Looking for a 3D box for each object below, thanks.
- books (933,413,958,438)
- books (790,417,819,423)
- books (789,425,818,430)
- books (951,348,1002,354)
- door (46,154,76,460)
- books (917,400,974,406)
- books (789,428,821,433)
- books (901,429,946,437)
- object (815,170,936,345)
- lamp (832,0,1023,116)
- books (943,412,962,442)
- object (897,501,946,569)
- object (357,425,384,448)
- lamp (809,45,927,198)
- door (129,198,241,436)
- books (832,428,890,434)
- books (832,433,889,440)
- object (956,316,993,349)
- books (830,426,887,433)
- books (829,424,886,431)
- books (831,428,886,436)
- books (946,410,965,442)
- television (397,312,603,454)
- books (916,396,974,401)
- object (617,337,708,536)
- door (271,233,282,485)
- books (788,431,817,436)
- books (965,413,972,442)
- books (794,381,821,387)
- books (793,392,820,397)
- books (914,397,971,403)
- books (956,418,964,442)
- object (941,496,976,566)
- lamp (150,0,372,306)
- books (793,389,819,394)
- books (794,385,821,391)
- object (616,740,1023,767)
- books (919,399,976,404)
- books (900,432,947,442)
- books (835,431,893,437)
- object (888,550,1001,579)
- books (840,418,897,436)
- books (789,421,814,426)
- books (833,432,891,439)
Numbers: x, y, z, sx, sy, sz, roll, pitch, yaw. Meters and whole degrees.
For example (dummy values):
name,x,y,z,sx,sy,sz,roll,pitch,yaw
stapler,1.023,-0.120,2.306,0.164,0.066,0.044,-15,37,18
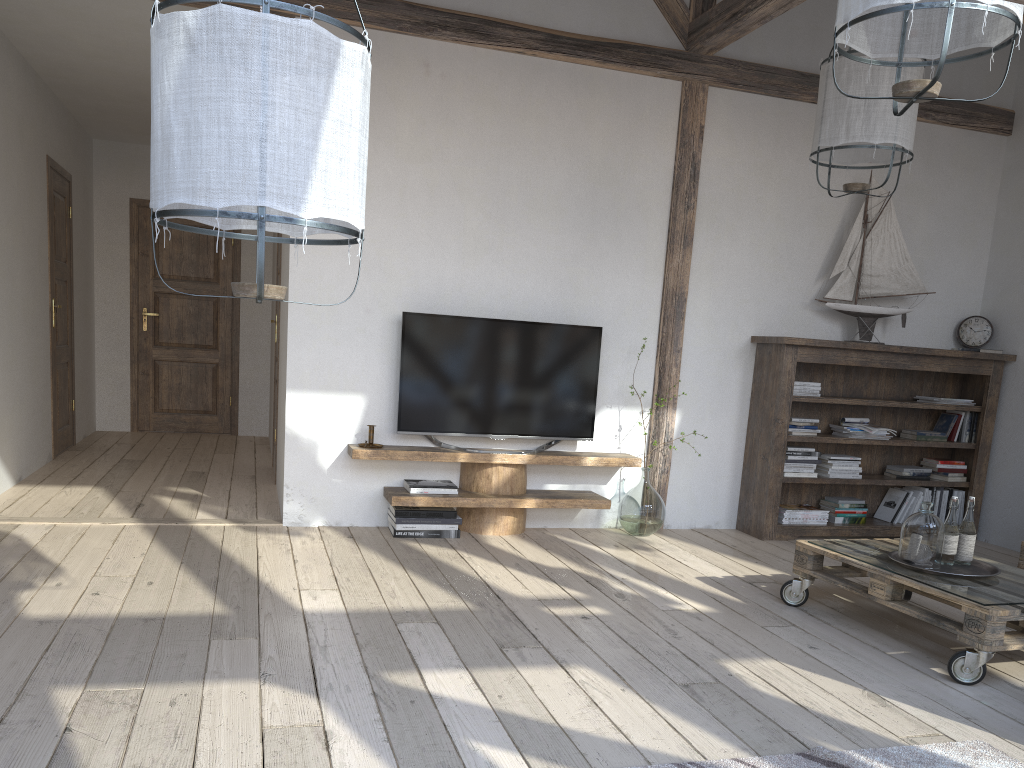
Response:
name,x,y,z,sx,sy,sz,roll,pitch,yaw
books,2.723,0.270,5.548,0.082,0.175,0.129,2,7,-16
books,1.709,0.211,5.241,0.185,0.019,0.137,3,3,-17
books,1.694,0.250,5.244,0.208,0.021,0.144,4,3,-1
books,2.922,-0.206,5.532,0.178,0.026,0.232,3,3,-17
door,-3.298,-0.523,6.449,0.082,2.107,0.825,1,9,-17
books,2.708,0.118,5.498,0.258,0.009,0.202,3,3,-22
books,1.700,0.270,5.250,0.219,0.017,0.155,3,3,-17
books,2.573,0.306,5.502,0.205,0.022,0.147,3,3,-13
object,2.177,-0.734,5.190,0.790,1.010,0.137,3,9,-12
lamp,1.004,-1.328,1.996,0.398,1.327,0.401,-4,12,-40
books,2.755,0.270,5.554,0.059,0.179,0.137,1,7,-18
object,1.582,0.574,3.387,0.154,0.251,0.155,11,10,41
object,-0.734,0.272,4.586,0.139,0.114,0.137,0,6,-34
lamp,1.460,-1.328,3.550,0.397,1.103,0.402,8,9,24
door,-2.974,-0.571,8.023,0.942,2.107,0.080,1,10,-16
books,2.112,0.283,5.336,0.258,0.009,0.202,4,3,-10
books,2.110,0.318,5.335,0.258,0.009,0.202,4,3,-8
object,2.917,-0.325,5.549,0.204,0.213,0.081,6,9,19
books,2.101,0.274,5.344,0.258,0.009,0.202,4,3,-10
books,2.096,0.264,5.345,0.258,0.009,0.202,4,3,-5
books,2.099,0.291,5.340,0.258,0.009,0.202,4,3,0
books,2.779,0.262,5.564,0.050,0.194,0.136,1,8,-17
television,-0.060,0.011,4.732,1.104,0.719,0.202,3,9,-17
books,2.701,0.091,5.496,0.258,0.009,0.201,3,3,-20
object,0.876,0.310,5.026,0.515,1.140,0.270,-1,10,-30
door,-1.617,-0.390,6.073,0.082,2.107,0.825,1,9,-17
books,1.703,0.289,5.254,0.185,0.020,0.137,3,3,-22
books,2.850,0.270,5.584,0.020,0.188,0.137,1,8,-17
books,1.685,-0.006,5.206,0.219,0.022,0.155,3,3,-17
books,1.685,0.056,5.211,0.219,0.017,0.155,3,3,-22
books,2.688,0.099,5.498,0.258,0.009,0.202,4,3,-10
books,2.808,0.274,5.577,0.018,0.175,0.115,1,8,-17
object,1.741,0.571,3.433,0.154,0.272,0.070,2,9,-16
lamp,-0.448,-1.113,1.616,0.405,1.929,0.395,8,10,24
books,1.691,0.040,5.189,0.185,0.019,0.137,3,3,-17
books,1.686,0.018,5.203,0.219,0.022,0.155,3,3,-17
object,0.121,0.974,1.032,3.190,0.057,2.155,3,3,-16
books,2.722,0.110,5.502,0.258,0.009,0.202,3,3,-25
books,2.577,0.332,5.513,0.219,0.031,0.159,3,3,-14
books,2.134,0.302,5.337,0.258,0.009,0.201,3,3,-15
object,1.659,0.696,3.388,0.394,0.022,0.389,4,3,3
books,2.160,0.259,5.331,0.261,0.089,0.218,2,4,-37
books,1.702,0.230,5.241,0.131,0.021,0.198,6,3,40
books,2.119,0.310,5.336,0.258,0.009,0.201,3,3,-12
